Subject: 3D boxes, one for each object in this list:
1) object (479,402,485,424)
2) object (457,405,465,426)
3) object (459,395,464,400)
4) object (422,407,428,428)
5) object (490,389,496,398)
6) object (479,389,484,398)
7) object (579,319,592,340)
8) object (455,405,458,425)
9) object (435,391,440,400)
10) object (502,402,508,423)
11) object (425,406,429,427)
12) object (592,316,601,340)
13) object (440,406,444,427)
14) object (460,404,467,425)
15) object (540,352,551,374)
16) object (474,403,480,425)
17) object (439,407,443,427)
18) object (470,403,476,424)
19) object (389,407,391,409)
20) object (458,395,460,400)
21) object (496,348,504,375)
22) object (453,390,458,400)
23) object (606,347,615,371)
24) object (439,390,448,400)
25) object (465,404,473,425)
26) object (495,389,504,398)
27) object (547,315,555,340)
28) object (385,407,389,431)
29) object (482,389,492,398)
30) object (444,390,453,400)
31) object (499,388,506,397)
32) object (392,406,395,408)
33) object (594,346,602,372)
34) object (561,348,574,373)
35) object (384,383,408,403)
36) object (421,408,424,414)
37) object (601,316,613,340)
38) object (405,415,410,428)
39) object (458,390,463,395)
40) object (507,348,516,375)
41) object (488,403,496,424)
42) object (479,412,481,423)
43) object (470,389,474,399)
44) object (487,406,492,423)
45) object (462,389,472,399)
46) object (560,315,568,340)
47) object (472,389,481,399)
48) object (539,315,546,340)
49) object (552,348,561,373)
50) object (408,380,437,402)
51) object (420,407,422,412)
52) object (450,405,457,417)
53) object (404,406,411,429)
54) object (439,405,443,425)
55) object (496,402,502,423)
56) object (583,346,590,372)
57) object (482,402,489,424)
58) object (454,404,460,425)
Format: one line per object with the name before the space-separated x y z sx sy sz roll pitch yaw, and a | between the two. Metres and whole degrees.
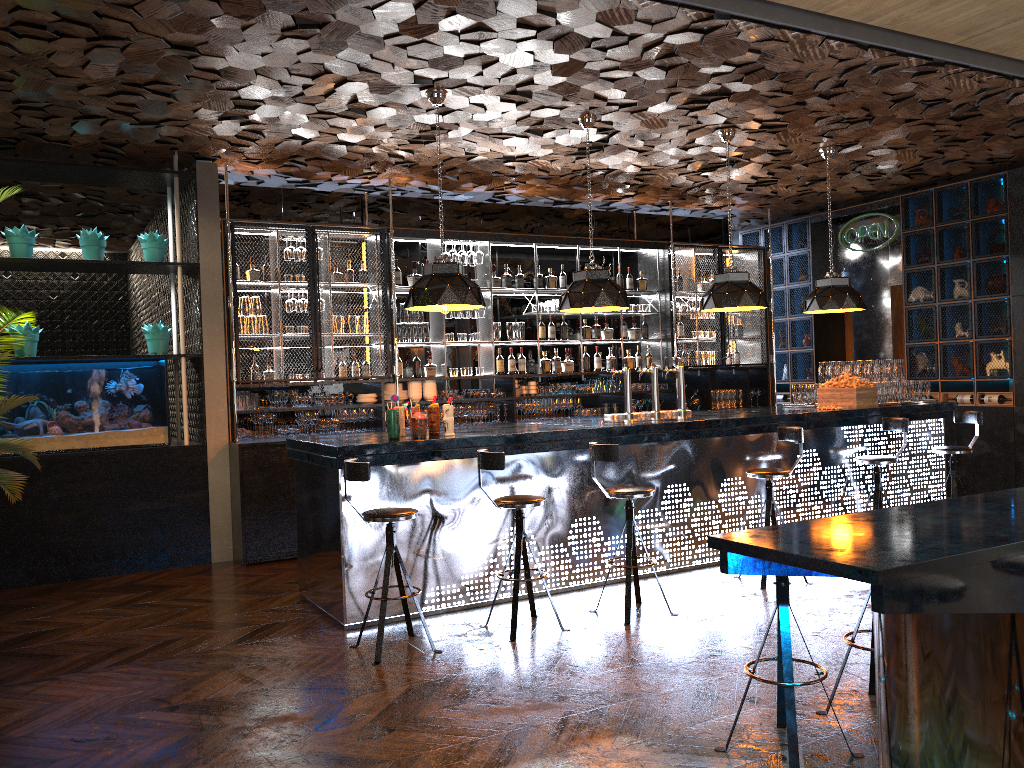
object | -0.319 0.310 9.409 0.071 0.226 0.071 -2 1 33
object | -0.530 0.324 9.209 0.084 0.216 0.084 -2 0 -14
object | -0.525 0.138 9.248 0.049 0.048 0.044 -2 0 14
object | -0.870 0.340 9.030 0.082 0.213 0.082 -2 0 0
object | -0.208 0.099 9.512 0.095 0.096 0.095 -2 1 -28
object | -0.317 0.102 9.463 0.093 0.099 0.093 -2 1 33
object | 0.846 -0.622 10.220 0.151 0.248 0.094 -2 1 -40
object | -0.591 0.325 9.326 0.084 0.216 0.084 -2 1 -36
object | -0.771 0.121 9.350 0.100 0.100 0.089 -2 0 -22
object | -0.071 0.304 9.507 0.071 0.217 0.071 -2 0 -21
object | -0.862 0.338 9.237 0.082 0.213 0.082 -2 0 3
object | 0.980 -0.645 10.295 0.083 0.282 0.083 -2 1 -29
object | -0.696 0.333 9.122 0.082 0.213 0.082 -2 0 1
object | -0.518 0.322 9.373 0.084 0.216 0.084 -2 0 14
object | 0.368 -0.238 9.953 0.151 0.248 0.094 -2 1 -40
object | -0.363 0.312 9.337 0.071 0.226 0.071 -2 1 33
object | -0.734 0.333 9.205 0.082 0.213 0.082 -2 1 42
object | -0.406 0.313 9.410 0.071 0.226 0.071 -2 1 33
object | -1.237 0.346 8.918 0.073 0.229 0.073 -2 1 -40
object | -0.554 0.139 9.297 0.044 0.048 0.049 -2 0 3
object | -0.132 -0.243 9.685 0.086 0.299 0.086 -2 0 20
object | -0.606 0.115 9.238 0.089 0.100 0.100 -2 0 8
object | 1.156 -0.289 10.387 0.083 0.282 0.083 -3 1 -44
object | -0.713 0.119 9.245 0.089 0.100 0.100 -2 1 34
object | -0.451 0.321 9.253 0.084 0.216 0.084 -2 0 14
object | -0.135 0.097 9.433 0.095 0.096 0.095 -2 1 35
object | 0.444 -0.632 10.035 0.086 0.298 0.086 -2 0 20
object | -1.257 0.347 8.826 0.073 0.229 0.073 -2 1 -40
object | -0.264 0.101 9.373 0.093 0.099 0.093 -2 0 -9
object | -0.652 0.118 9.149 0.100 0.100 0.089 -2 0 -24
object | -0.107 0.096 9.530 0.095 0.096 0.095 -2 0 -5
object | -1.211 0.344 9.027 0.073 0.229 0.073 -2 1 -40
object | 0.992 -0.290 10.305 0.086 0.298 0.086 -2 0 20
object | 0.630 -0.265 10.082 0.123 0.279 0.123 -2 0 -15
object | -1.207 0.092 8.975 0.306 0.195 0.300 -2 1 -28
object | -0.907 0.340 9.108 0.082 0.213 0.082 -2 1 37
object | 1.108 -0.648 10.349 0.123 0.279 0.123 -2 0 -15
object | -1.074 0.346 9.221 0.082 0.213 0.082 -2 1 38
object | -0.547 0.111 9.457 0.109 0.100 0.109 -2 1 44
object | -0.007 -0.250 9.783 0.086 0.298 0.086 -2 0 20
object | -0.208 0.310 9.412 0.092 0.218 0.092 -2 0 22
object | -0.345 0.314 9.490 0.092 0.218 0.092 -2 0 22
object | -0.427 0.106 9.461 0.093 0.099 0.093 -2 1 -41
object | -0.246 0.311 9.515 0.092 0.218 0.092 -2 0 22
object | -0.470 0.109 9.317 0.109 0.100 0.109 -2 1 44
object | 0.590 -0.637 10.084 0.086 0.297 0.086 -2 0 20
object | -0.375 0.105 9.366 0.093 0.099 0.093 -2 0 -12
object | 0.329 -0.626 9.943 0.086 0.299 0.086 -2 0 20
object | 0.503 -0.262 10.027 0.083 0.282 0.083 -2 1 -29
object | -0.921 0.069 9.095 0.309 0.216 0.149 -2 1 -31
object | -0.948 0.343 8.987 0.082 0.213 0.082 -2 0 0
object | -0.613 0.327 9.165 0.084 0.216 0.084 -2 1 -40
object | -1.051 0.339 8.958 0.073 0.229 0.073 -2 1 -40
object | -0.741 0.330 9.403 0.084 0.216 0.084 -2 0 10
object | -0.144 0.307 9.511 0.071 0.217 0.071 -2 0 -21
object | 0.849 -0.284 10.189 0.086 0.297 0.086 -2 0 5
object | -0.280 0.309 9.338 0.071 0.226 0.071 -2 1 33
object | -0.581 0.324 9.491 0.084 0.216 0.084 -2 0 -6
